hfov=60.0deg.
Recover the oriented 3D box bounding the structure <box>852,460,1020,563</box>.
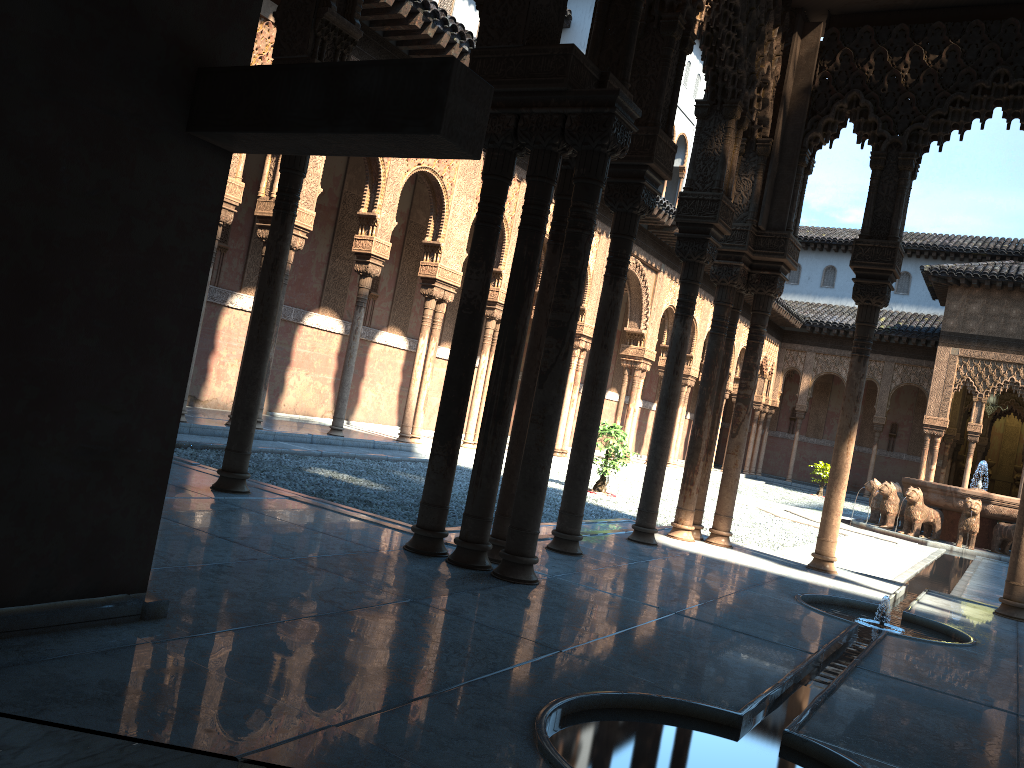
[{"bbox_3d":[9.730,2.583,18.631,4.508,1.991,4.508,10,-1,30],"label":"structure"}]
